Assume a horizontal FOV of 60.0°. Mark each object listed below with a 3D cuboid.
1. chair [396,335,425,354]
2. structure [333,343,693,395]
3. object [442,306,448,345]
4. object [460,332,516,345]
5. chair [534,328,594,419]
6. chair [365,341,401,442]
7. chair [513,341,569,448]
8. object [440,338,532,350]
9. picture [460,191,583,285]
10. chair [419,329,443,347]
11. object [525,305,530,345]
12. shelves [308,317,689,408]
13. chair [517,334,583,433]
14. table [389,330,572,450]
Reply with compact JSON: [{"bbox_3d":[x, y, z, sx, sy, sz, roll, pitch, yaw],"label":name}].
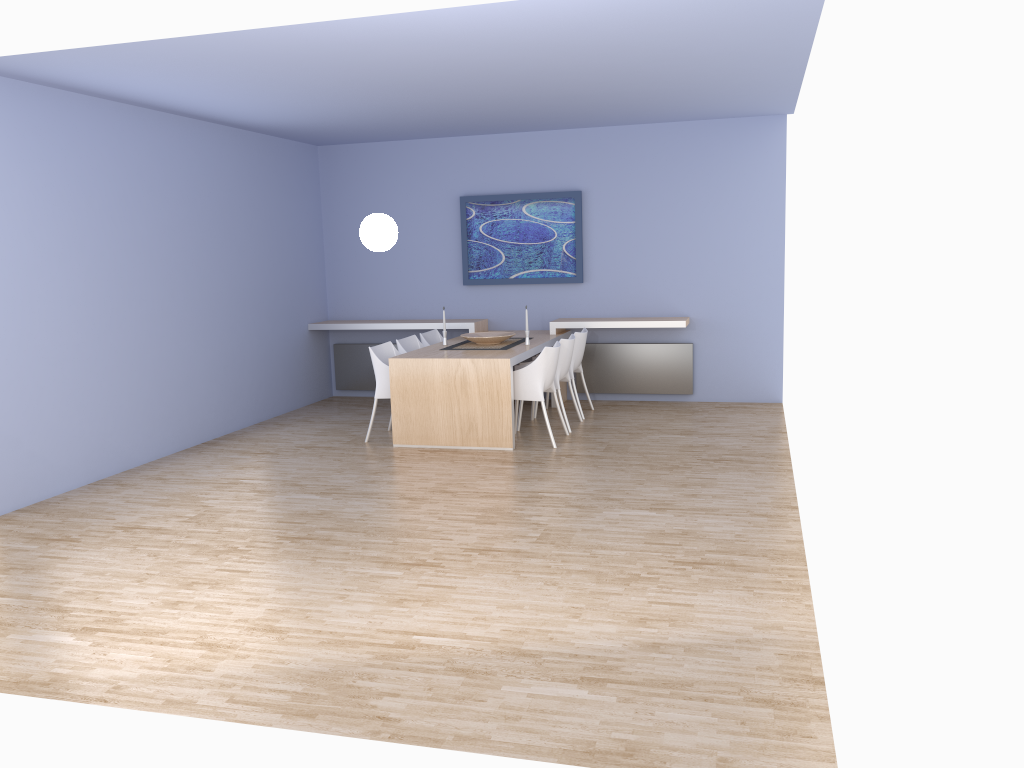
[{"bbox_3d":[-0.786,-0.031,8.023,0.486,0.793,0.510,1,9,15],"label":"chair"},{"bbox_3d":[-0.077,-0.169,9.205,3.843,0.503,0.064,1,9,15],"label":"structure"},{"bbox_3d":[-0.603,-0.523,7.912,0.045,0.349,0.045,-7,10,-32],"label":"object"},{"bbox_3d":[-0.212,-0.404,7.918,0.493,0.081,0.493,4,10,34],"label":"object"},{"bbox_3d":[0.481,-0.112,8.297,0.486,0.793,0.510,1,9,16],"label":"chair"},{"bbox_3d":[-0.938,0.056,7.476,0.486,0.793,0.510,1,9,15],"label":"chair"},{"bbox_3d":[0.168,0.067,7.170,0.486,0.793,0.510,1,9,15],"label":"chair"},{"bbox_3d":[-0.208,-0.361,7.921,0.594,0.005,0.986,1,9,15],"label":"object"},{"bbox_3d":[0.091,-1.461,8.954,1.252,0.901,0.049,1,9,15],"label":"picture"},{"bbox_3d":[-0.634,-0.118,8.570,0.486,0.793,0.510,1,9,15],"label":"chair"},{"bbox_3d":[0.130,-0.515,7.710,0.045,0.349,0.045,1,9,15],"label":"object"},{"bbox_3d":[-0.192,-0.226,9.038,3.901,0.840,0.463,1,9,15],"label":"shelves"},{"bbox_3d":[0.325,-0.023,7.738,0.486,0.793,0.510,1,9,16],"label":"chair"},{"bbox_3d":[-0.177,-0.021,8.079,1.002,0.718,2.340,1,9,15],"label":"table"}]
